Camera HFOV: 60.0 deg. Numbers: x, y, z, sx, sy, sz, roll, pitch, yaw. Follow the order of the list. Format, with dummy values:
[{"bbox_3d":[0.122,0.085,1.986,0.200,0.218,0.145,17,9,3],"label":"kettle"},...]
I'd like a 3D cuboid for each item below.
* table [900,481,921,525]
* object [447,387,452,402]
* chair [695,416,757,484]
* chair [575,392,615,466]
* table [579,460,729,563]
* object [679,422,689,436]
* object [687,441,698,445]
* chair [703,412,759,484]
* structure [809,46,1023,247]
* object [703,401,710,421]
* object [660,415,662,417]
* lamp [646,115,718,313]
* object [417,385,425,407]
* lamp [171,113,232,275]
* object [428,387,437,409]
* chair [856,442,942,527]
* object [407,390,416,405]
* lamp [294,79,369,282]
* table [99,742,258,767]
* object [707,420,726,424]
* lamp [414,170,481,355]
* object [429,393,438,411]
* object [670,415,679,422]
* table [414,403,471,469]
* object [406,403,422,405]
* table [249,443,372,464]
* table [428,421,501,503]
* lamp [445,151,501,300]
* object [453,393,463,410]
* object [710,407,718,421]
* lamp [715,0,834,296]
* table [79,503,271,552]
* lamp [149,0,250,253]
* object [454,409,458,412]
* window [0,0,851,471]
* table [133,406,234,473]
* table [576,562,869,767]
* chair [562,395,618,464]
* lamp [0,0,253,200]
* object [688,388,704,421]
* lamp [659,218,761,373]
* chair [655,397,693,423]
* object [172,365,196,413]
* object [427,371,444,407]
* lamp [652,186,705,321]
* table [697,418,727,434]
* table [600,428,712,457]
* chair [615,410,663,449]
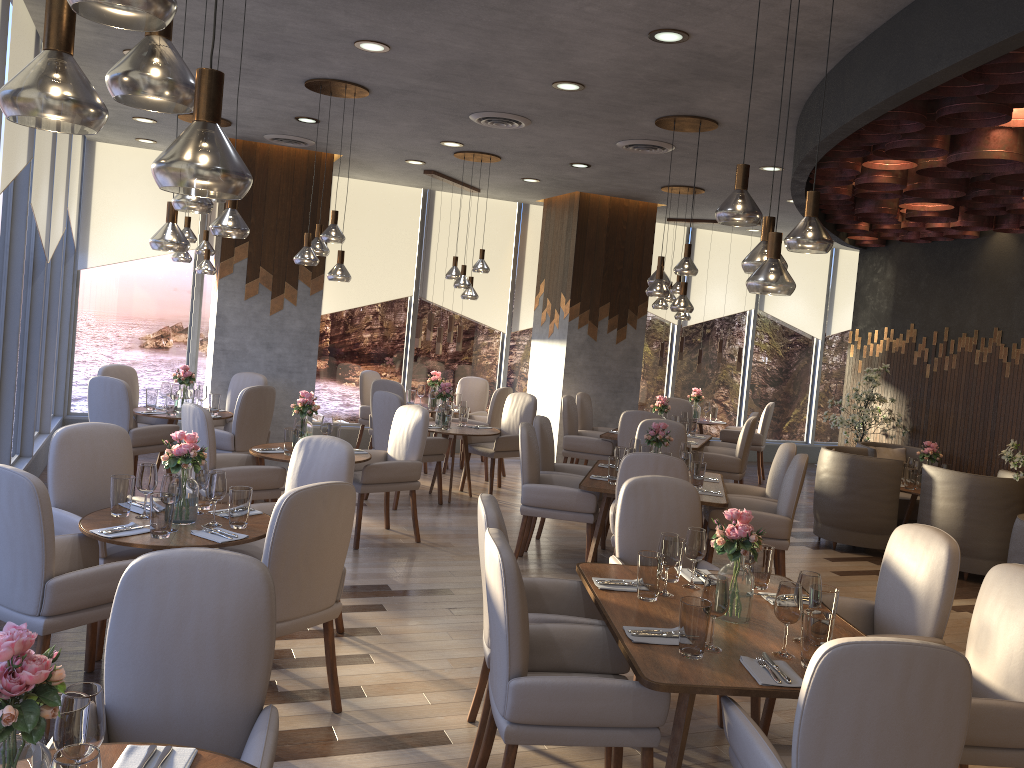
[{"bbox_3d":[3.620,1.195,7.803,0.833,0.561,0.836,3,4,-29],"label":"table"},{"bbox_3d":[-0.714,0.159,9.893,0.092,0.244,0.092,6,3,27],"label":"object"},{"bbox_3d":[2.027,0.779,8.618,0.600,0.999,0.528,6,3,21],"label":"chair"},{"bbox_3d":[0.967,0.617,9.583,0.600,0.999,0.528,6,3,21],"label":"chair"},{"bbox_3d":[0.999,1.011,6.335,0.965,0.665,1.308,6,4,11],"label":"table"},{"bbox_3d":[1.714,0.476,8.866,0.102,0.178,0.102,3,3,-32],"label":"object"},{"bbox_3d":[1.695,0.566,8.703,0.255,0.019,0.157,7,4,22],"label":"object"},{"bbox_3d":[2.195,0.756,9.162,0.600,0.999,0.528,6,3,14],"label":"chair"},{"bbox_3d":[3.198,-1.437,4.904,2.756,0.556,9.464,6,4,8],"label":"structure"},{"bbox_3d":[2.475,0.346,11.296,0.092,0.244,0.092,4,3,-31],"label":"object"},{"bbox_3d":[1.434,0.427,8.746,0.092,0.244,0.092,4,2,-20],"label":"object"},{"bbox_3d":[1.170,-1.177,6.263,0.439,1.324,0.440,4,2,-17],"label":"lamp"},{"bbox_3d":[-1.017,0.133,9.890,0.092,0.244,0.092,3,3,-44],"label":"object"},{"bbox_3d":[-2.702,-1.618,7.653,0.440,1.324,0.439,7,3,35],"label":"lamp"},{"bbox_3d":[-0.877,0.155,9.742,0.092,0.244,0.092,7,3,42],"label":"object"},{"bbox_3d":[3.562,1.007,8.450,0.774,0.836,0.596,4,3,-12],"label":"chair"},{"bbox_3d":[-1.124,0.158,9.860,0.102,0.178,0.102,6,3,16],"label":"object"},{"bbox_3d":[-1.265,-1.385,6.140,0.439,1.324,0.440,4,2,-20],"label":"lamp"},{"bbox_3d":[-0.817,1.178,1.616,0.833,0.661,0.836,4,3,-20],"label":"table"},{"bbox_3d":[2.570,0.476,11.172,0.255,0.019,0.157,6,4,16],"label":"object"},{"bbox_3d":[-0.731,-1.290,9.829,0.118,1.929,1.161,6,3,23],"label":"lamp"},{"bbox_3d":[-0.853,0.197,9.637,0.102,0.178,0.102,3,3,-42],"label":"object"},{"bbox_3d":[1.612,0.436,8.836,0.092,0.244,0.092,4,3,-26],"label":"object"},{"bbox_3d":[-0.903,0.597,9.905,0.834,0.661,0.835,5,3,-2],"label":"table"},{"bbox_3d":[-1.122,0.227,10.029,0.255,0.019,0.157,7,4,20],"label":"object"},{"bbox_3d":[-1.432,0.805,6.213,0.835,0.661,0.834,7,4,28],"label":"table"},{"bbox_3d":[-0.552,0.739,8.303,0.835,0.661,0.833,8,4,42],"label":"table"},{"bbox_3d":[-0.379,-1.452,8.241,0.439,1.324,0.440,4,2,-15],"label":"lamp"},{"bbox_3d":[-0.610,0.200,9.918,0.102,0.178,0.102,4,3,-19],"label":"object"},{"bbox_3d":[2.575,0.385,11.335,0.102,0.178,0.102,3,3,-37],"label":"object"},{"bbox_3d":[0.994,-0.983,3.238,0.440,1.324,0.439,6,2,17],"label":"lamp"},{"bbox_3d":[-1.521,0.950,4.011,0.833,0.661,0.836,4,4,-23],"label":"table"},{"bbox_3d":[-1.336,-1.238,3.925,0.439,1.324,0.440,4,3,-29],"label":"lamp"},{"bbox_3d":[-0.638,0.289,9.755,0.255,0.019,0.157,7,4,24],"label":"object"},{"bbox_3d":[-1.042,-0.795,7.846,8.070,3.195,16.126,7,4,23],"label":"window"},{"bbox_3d":[-2.884,0.572,7.718,0.833,0.661,0.836,3,4,-36],"label":"table"},{"bbox_3d":[0.780,1.201,3.310,0.964,0.665,1.309,5,4,-5],"label":"table"},{"bbox_3d":[0.780,0.638,9.050,0.600,0.999,0.528,6,3,16],"label":"chair"},{"bbox_3d":[-0.624,-1.010,1.544,0.439,1.324,0.440,4,2,-23],"label":"lamp"},{"bbox_3d":[2.320,0.255,11.174,0.197,0.415,0.210,3,3,-45],"label":"object"},{"bbox_3d":[2.455,-1.102,11.212,1.162,1.929,0.118,6,2,23],"label":"lamp"},{"bbox_3d":[1.748,0.666,9.887,0.528,0.999,0.600,6,3,16],"label":"chair"},{"bbox_3d":[-2.849,0.036,7.684,0.198,0.415,0.210,6,3,15],"label":"object"},{"bbox_3d":[-0.860,0.059,9.916,0.210,0.415,0.198,5,2,-10],"label":"object"},{"bbox_3d":[1.684,-1.325,9.061,0.439,1.324,0.440,3,3,-37],"label":"lamp"},{"bbox_3d":[2.287,0.783,11.321,0.833,0.661,0.836,3,4,-31],"label":"table"},{"bbox_3d":[1.477,0.861,9.120,0.965,0.665,1.308,6,4,19],"label":"table"},{"bbox_3d":[1.238,0.730,8.313,0.529,0.999,0.600,6,3,21],"label":"chair"}]
